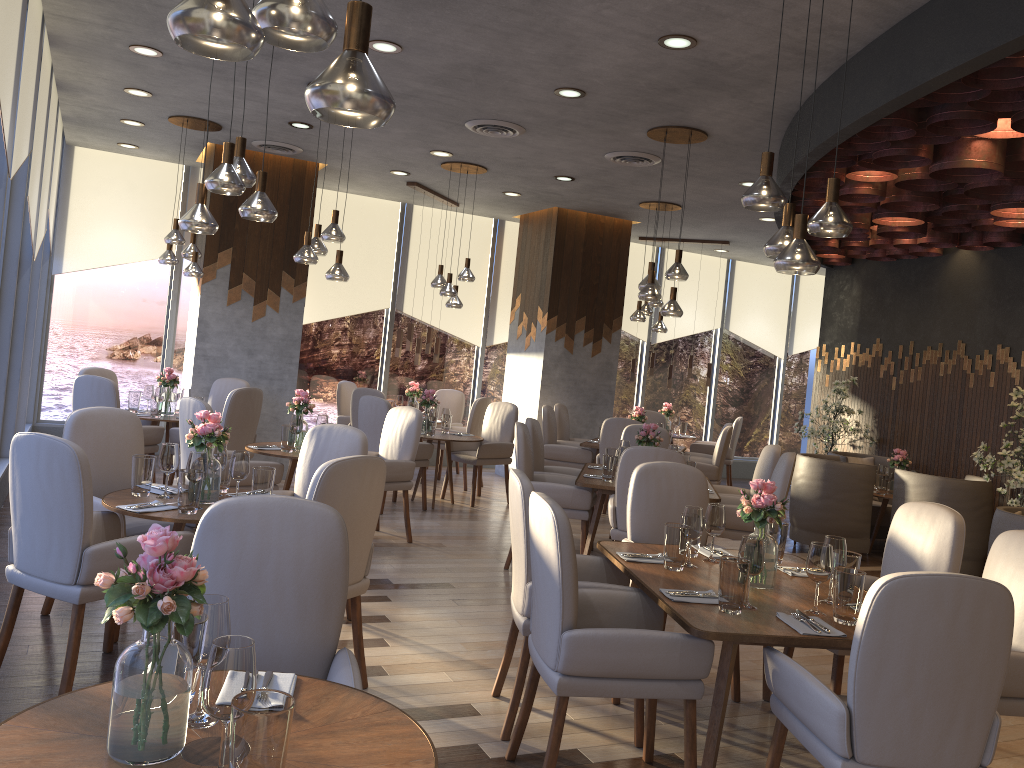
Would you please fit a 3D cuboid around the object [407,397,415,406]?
[{"bbox_3d":[-1.119,0.268,9.779,0.092,0.244,0.092,6,0,39],"label":"object"}]

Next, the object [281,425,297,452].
[{"bbox_3d":[-1.517,0.371,6.007,0.102,0.178,0.102,6,0,14],"label":"object"}]

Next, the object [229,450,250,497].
[{"bbox_3d":[-1.233,0.424,3.996,0.092,0.244,0.092,6,0,10],"label":"object"}]

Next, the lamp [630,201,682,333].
[{"bbox_3d":[1.492,-1.213,9.303,0.438,1.326,0.440,6,0,-40],"label":"lamp"}]

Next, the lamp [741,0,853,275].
[{"bbox_3d":[1.145,-1.078,3.447,0.439,1.326,0.439,6,0,14],"label":"lamp"}]

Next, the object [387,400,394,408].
[{"bbox_3d":[-1.372,0.273,9.883,0.102,0.178,0.102,6,0,13],"label":"object"}]

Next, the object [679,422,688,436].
[{"bbox_3d":[2.231,0.585,11.562,0.102,0.178,0.102,5,0,-41],"label":"object"}]

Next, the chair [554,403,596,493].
[{"bbox_3d":[0.727,0.742,9.714,0.600,1.000,0.528,6,0,18],"label":"chair"}]

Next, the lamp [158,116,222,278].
[{"bbox_3d":[-2.801,-1.594,7.653,0.440,1.326,0.439,6,0,32],"label":"lamp"}]

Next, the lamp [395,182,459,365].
[{"bbox_3d":[-0.965,-1.173,9.925,0.118,1.931,1.160,6,0,20],"label":"lamp"}]

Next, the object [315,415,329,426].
[{"bbox_3d":[-1.363,0.344,6.337,0.092,0.244,0.092,6,0,29],"label":"object"}]

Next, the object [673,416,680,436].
[{"bbox_3d":[2.134,0.543,11.518,0.092,0.244,0.092,6,0,-35],"label":"object"}]

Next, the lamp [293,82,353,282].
[{"bbox_3d":[-1.278,-1.400,6.221,0.439,1.326,0.440,6,0,-23],"label":"lamp"}]

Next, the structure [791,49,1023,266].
[{"bbox_3d":[3.250,-1.454,5.253,2.755,0.557,9.453,6,2,4],"label":"structure"}]

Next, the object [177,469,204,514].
[{"bbox_3d":[-1.356,0.453,3.726,0.102,0.178,0.102,6,0,5],"label":"object"}]

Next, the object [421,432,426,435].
[{"bbox_3d":[-0.905,0.449,8.194,0.158,0.019,0.254,7,2,39],"label":"object"}]

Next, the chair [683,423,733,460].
[{"bbox_3d":[1.977,0.877,9.361,0.600,1.000,0.528,6,0,11],"label":"chair"}]

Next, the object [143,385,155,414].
[{"bbox_3d":[-3.122,0.131,7.610,0.092,0.244,0.092,6,0,-23],"label":"object"}]

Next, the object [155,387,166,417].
[{"bbox_3d":[-2.968,0.151,7.465,0.092,0.244,0.092,6,0,-45],"label":"object"}]

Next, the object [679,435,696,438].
[{"bbox_3d":[2.234,0.670,11.395,0.255,0.019,0.157,6,2,13],"label":"object"}]

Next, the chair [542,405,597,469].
[{"bbox_3d":[0.572,0.742,9.170,0.600,1.000,0.528,6,0,13],"label":"chair"}]

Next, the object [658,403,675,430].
[{"bbox_3d":[1.987,0.447,11.391,0.210,0.416,0.197,6,0,42],"label":"object"}]

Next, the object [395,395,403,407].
[{"bbox_3d":[-1.266,0.250,9.920,0.092,0.244,0.092,6,0,42],"label":"object"}]

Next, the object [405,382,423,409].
[{"bbox_3d":[-1.111,0.178,9.957,0.210,0.416,0.198,6,0,-13],"label":"object"}]

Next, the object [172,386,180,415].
[{"bbox_3d":[-2.965,0.142,7.777,0.092,0.244,0.092,6,0,5],"label":"object"}]

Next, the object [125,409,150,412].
[{"bbox_3d":[-3.231,0.229,7.743,0.255,0.019,0.157,6,2,19],"label":"object"}]

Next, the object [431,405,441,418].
[{"bbox_3d":[-0.863,0.321,9.969,0.102,0.178,0.102,6,0,-23],"label":"object"}]

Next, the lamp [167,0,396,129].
[{"bbox_3d":[-0.370,-1.177,1.665,0.439,1.326,0.440,6,0,-26],"label":"lamp"}]

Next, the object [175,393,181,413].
[{"bbox_3d":[-2.991,0.169,7.884,0.102,0.178,0.102,6,0,1],"label":"object"}]

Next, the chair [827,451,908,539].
[{"bbox_3d":[3.382,1.117,8.722,0.773,0.837,0.596,6,0,-15],"label":"chair"}]

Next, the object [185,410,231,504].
[{"bbox_3d":[-1.383,0.324,4.004,0.210,0.416,0.198,6,0,-28],"label":"object"}]

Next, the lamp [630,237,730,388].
[{"bbox_3d":[2.132,-0.909,11.484,1.162,1.931,0.118,6,0,20],"label":"lamp"}]

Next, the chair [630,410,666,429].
[{"bbox_3d":[1.489,0.808,10.060,0.528,1.000,0.599,6,0,13],"label":"chair"}]

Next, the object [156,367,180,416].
[{"bbox_3d":[-2.964,0.061,7.618,0.198,0.416,0.210,6,0,12],"label":"object"}]

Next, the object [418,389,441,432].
[{"bbox_3d":[-0.800,0.254,8.408,0.210,0.416,0.197,6,0,22],"label":"object"}]

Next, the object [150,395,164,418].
[{"bbox_3d":[-2.951,0.188,7.357,0.102,0.178,0.102,6,0,-8],"label":"object"}]

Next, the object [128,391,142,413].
[{"bbox_3d":[-3.229,0.154,7.577,0.102,0.178,0.102,6,0,-14],"label":"object"}]

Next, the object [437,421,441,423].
[{"bbox_3d":[-0.882,0.405,9.802,0.255,0.019,0.157,6,2,21],"label":"object"}]

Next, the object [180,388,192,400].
[{"bbox_3d":[-2.812,0.161,7.635,0.092,0.244,0.092,6,0,-44],"label":"object"}]

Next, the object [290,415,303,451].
[{"bbox_3d":[-1.493,0.337,6.115,0.092,0.244,0.092,6,0,-40],"label":"object"}]

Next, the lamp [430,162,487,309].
[{"bbox_3d":[-0.518,-1.386,8.369,0.439,1.326,0.440,6,0,-18],"label":"lamp"}]

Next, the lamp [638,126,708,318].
[{"bbox_3d":[1.143,-1.166,6.479,0.439,1.326,0.440,6,0,-20],"label":"lamp"}]

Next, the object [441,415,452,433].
[{"bbox_3d":[-0.638,0.384,8.591,0.102,0.178,0.102,6,0,-34],"label":"object"}]

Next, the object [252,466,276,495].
[{"bbox_3d":[-1.129,0.467,4.010,0.102,0.178,0.102,6,0,26],"label":"object"}]

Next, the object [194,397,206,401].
[{"bbox_3d":[-2.711,0.203,7.665,0.102,0.178,0.102,6,0,37],"label":"object"}]

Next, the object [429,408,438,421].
[{"bbox_3d":[-0.735,0.351,8.242,0.092,0.244,0.092,6,0,-32],"label":"object"}]

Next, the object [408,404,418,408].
[{"bbox_3d":[-1.089,0.307,9.675,0.102,0.178,0.102,5,0,-45],"label":"object"}]

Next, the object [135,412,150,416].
[{"bbox_3d":[-3.123,0.251,7.382,0.157,0.019,0.255,6,2,26],"label":"object"}]

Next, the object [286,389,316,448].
[{"bbox_3d":[-1.510,0.244,6.316,0.210,0.416,0.197,6,0,37],"label":"object"}]

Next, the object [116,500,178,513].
[{"bbox_3d":[-1.526,0.515,3.760,0.157,0.019,0.255,7,2,29],"label":"object"}]

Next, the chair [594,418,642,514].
[{"bbox_3d":[1.072,0.813,8.459,0.529,1.000,0.599,6,0,18],"label":"chair"}]

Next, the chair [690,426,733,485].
[{"bbox_3d":[1.841,0.880,8.808,0.600,1.000,0.528,6,0,18],"label":"chair"}]

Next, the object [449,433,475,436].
[{"bbox_3d":[-0.493,0.480,8.526,0.158,0.019,0.254,7,2,40],"label":"object"}]

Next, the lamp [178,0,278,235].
[{"bbox_3d":[-1.220,-1.330,4.005,0.439,1.326,0.440,6,0,-32],"label":"lamp"}]

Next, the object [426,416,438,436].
[{"bbox_3d":[-0.742,0.387,8.133,0.102,0.178,0.102,6,0,45],"label":"object"}]

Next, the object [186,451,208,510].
[{"bbox_3d":[-1.367,0.416,3.835,0.092,0.244,0.092,6,0,-41],"label":"object"}]

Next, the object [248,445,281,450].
[{"bbox_3d":[-1.668,0.433,6.091,0.254,0.019,0.158,4,2,-42],"label":"object"}]

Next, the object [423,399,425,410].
[{"bbox_3d":[-0.964,0.279,9.940,0.092,0.244,0.092,6,0,24],"label":"object"}]

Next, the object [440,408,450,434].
[{"bbox_3d":[-0.641,0.354,8.482,0.092,0.244,0.092,6,0,20],"label":"object"}]
